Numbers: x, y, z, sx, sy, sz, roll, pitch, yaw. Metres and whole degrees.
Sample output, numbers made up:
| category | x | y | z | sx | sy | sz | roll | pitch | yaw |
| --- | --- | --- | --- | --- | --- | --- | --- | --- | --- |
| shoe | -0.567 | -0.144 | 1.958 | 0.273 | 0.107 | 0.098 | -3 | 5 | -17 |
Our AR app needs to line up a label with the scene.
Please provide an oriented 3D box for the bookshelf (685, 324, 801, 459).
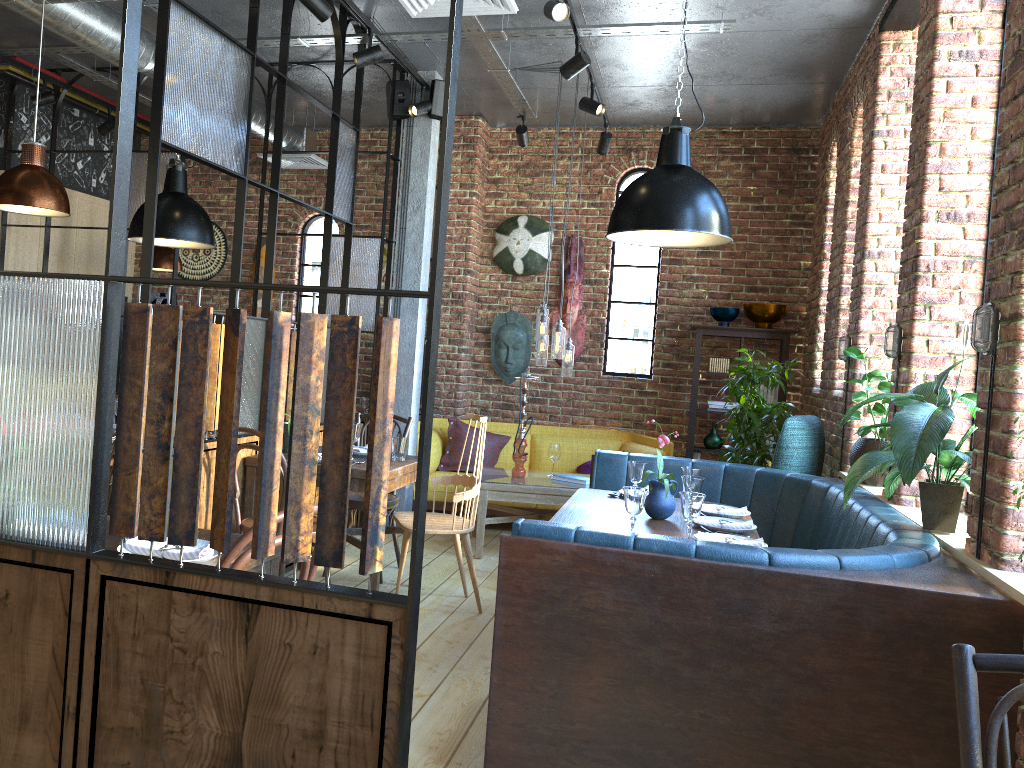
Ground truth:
| category | x | y | z | sx | sy | sz | roll | pitch | yaw |
| --- | --- | --- | --- | --- | --- | --- | --- | --- | --- |
| bookshelf | 1.748 | 0.395 | 6.931 | 0.837 | 1.667 | 0.309 | 4 | 1 | 15 |

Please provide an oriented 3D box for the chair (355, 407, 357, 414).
| category | x | y | z | sx | sy | sz | roll | pitch | yaw |
| --- | --- | --- | --- | --- | --- | --- | --- | --- | --- |
| chair | -1.315 | 0.529 | 6.542 | 0.537 | 1.005 | 0.450 | 4 | 1 | 1 |

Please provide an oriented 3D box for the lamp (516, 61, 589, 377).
| category | x | y | z | sx | sy | sz | roll | pitch | yaw |
| --- | --- | --- | --- | --- | --- | --- | --- | --- | --- |
| lamp | 0.226 | -1.124 | 6.096 | 0.527 | 2.119 | 0.275 | 5 | 1 | 39 |

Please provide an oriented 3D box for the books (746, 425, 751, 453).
| category | x | y | z | sx | sy | sz | roll | pitch | yaw |
| --- | --- | --- | --- | --- | --- | --- | --- | --- | --- |
| books | 1.857 | 0.399 | 6.908 | 0.087 | 0.272 | 0.168 | 4 | 1 | 12 |

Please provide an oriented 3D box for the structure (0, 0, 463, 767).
| category | x | y | z | sx | sy | sz | roll | pitch | yaw |
| --- | --- | --- | --- | --- | --- | --- | --- | --- | --- |
| structure | -3.394 | -0.722 | 4.589 | 6.021 | 3.325 | 5.864 | 4 | 1 | -3 |

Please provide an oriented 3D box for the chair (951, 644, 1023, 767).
| category | x | y | z | sx | sy | sz | roll | pitch | yaw |
| --- | --- | --- | --- | --- | --- | --- | --- | --- | --- |
| chair | 0.709 | 0.870 | 1.117 | 0.424 | 0.915 | 0.498 | 5 | 1 | 33 |

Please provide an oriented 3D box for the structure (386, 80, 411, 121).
| category | x | y | z | sx | sy | sz | roll | pitch | yaw |
| --- | --- | --- | --- | --- | --- | --- | --- | --- | --- |
| structure | -0.815 | -2.026 | 6.304 | 0.181 | 0.267 | 0.169 | 4 | 1 | -13 |

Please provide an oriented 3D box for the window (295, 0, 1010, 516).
| category | x | y | z | sx | sy | sz | roll | pitch | yaw |
| --- | --- | --- | --- | --- | --- | --- | --- | --- | --- |
| window | 1.202 | -0.758 | 4.856 | 3.331 | 2.429 | 8.804 | 3 | 2 | -22 |

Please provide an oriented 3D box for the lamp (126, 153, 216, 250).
| category | x | y | z | sx | sy | sz | roll | pitch | yaw |
| --- | --- | --- | --- | --- | --- | --- | --- | --- | --- |
| lamp | -2.026 | -1.516 | 5.368 | 0.550 | 1.326 | 0.508 | 4 | 1 | 26 |

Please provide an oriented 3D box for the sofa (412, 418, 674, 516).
| category | x | y | z | sx | sy | sz | roll | pitch | yaw |
| --- | --- | --- | --- | --- | --- | --- | --- | --- | --- |
| sofa | 0.162 | 0.735 | 7.003 | 1.994 | 0.763 | 0.790 | 4 | 1 | 0 |

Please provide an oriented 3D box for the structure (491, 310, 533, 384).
| category | x | y | z | sx | sy | sz | roll | pitch | yaw |
| --- | --- | --- | --- | --- | --- | --- | --- | --- | --- |
| structure | -0.015 | -0.314 | 7.595 | 0.377 | 0.639 | 0.101 | 4 | 1 | 17 |

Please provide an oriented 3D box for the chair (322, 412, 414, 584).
| category | x | y | z | sx | sy | sz | roll | pitch | yaw |
| --- | --- | --- | --- | --- | --- | --- | --- | --- | --- |
| chair | -0.842 | 0.640 | 5.191 | 0.412 | 0.915 | 0.513 | 4 | 1 | 8 |

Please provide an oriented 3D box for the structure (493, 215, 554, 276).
| category | x | y | z | sx | sy | sz | roll | pitch | yaw |
| --- | --- | --- | --- | --- | --- | --- | --- | --- | --- |
| structure | 0.093 | -1.190 | 7.576 | 0.545 | 0.521 | 0.143 | 4 | 1 | 16 |

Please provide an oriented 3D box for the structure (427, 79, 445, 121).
| category | x | y | z | sx | sy | sz | roll | pitch | yaw |
| --- | --- | --- | --- | --- | --- | --- | --- | --- | --- |
| structure | -0.519 | -2.002 | 6.216 | 0.158 | 0.267 | 0.193 | 3 | 1 | -36 |

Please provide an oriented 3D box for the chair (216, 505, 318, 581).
| category | x | y | z | sx | sy | sz | roll | pitch | yaw |
| --- | --- | --- | --- | --- | --- | --- | --- | --- | --- |
| chair | -0.781 | 0.732 | 2.259 | 0.574 | 0.920 | 0.419 | 5 | 1 | 31 |

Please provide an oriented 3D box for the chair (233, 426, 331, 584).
| category | x | y | z | sx | sy | sz | roll | pitch | yaw |
| --- | --- | --- | --- | --- | --- | --- | --- | --- | --- |
| chair | -1.097 | 0.653 | 4.151 | 0.458 | 0.920 | 0.524 | 5 | 1 | 35 |

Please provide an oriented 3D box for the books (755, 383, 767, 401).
| category | x | y | z | sx | sy | sz | roll | pitch | yaw |
| --- | --- | --- | --- | --- | --- | --- | --- | --- | --- |
| books | 1.923 | 0.110 | 6.903 | 0.127 | 0.258 | 0.159 | 4 | 1 | 13 |

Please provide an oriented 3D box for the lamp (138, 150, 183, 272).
| category | x | y | z | sx | sy | sz | roll | pitch | yaw |
| --- | --- | --- | --- | --- | --- | --- | --- | --- | --- |
| lamp | -2.958 | -1.641 | 7.537 | 0.373 | 1.334 | 0.364 | 4 | 1 | 6 |

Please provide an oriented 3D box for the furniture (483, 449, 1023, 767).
| category | x | y | z | sx | sy | sz | roll | pitch | yaw |
| --- | --- | --- | --- | --- | --- | --- | --- | --- | --- |
| furniture | 0.859 | 0.854 | 3.671 | 1.398 | 0.822 | 2.552 | 4 | 2 | 12 |

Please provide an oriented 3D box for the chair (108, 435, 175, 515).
| category | x | y | z | sx | sy | sz | roll | pitch | yaw |
| --- | --- | --- | --- | --- | --- | --- | --- | --- | --- |
| chair | -1.930 | 0.588 | 4.379 | 0.538 | 0.915 | 0.393 | 4 | 1 | 19 |

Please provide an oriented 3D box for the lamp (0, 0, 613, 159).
| category | x | y | z | sx | sy | sz | roll | pitch | yaw |
| --- | --- | --- | --- | --- | --- | --- | --- | --- | --- |
| lamp | -2.842 | -2.080 | 4.737 | 6.417 | 0.274 | 7.058 | 4 | 2 | 13 |

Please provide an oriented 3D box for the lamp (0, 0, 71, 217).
| category | x | y | z | sx | sy | sz | roll | pitch | yaw |
| --- | --- | --- | --- | --- | --- | --- | --- | --- | --- |
| lamp | -2.260 | -1.493 | 4.209 | 0.361 | 1.334 | 0.376 | 4 | 1 | -14 |

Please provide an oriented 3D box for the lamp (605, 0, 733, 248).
| category | x | y | z | sx | sy | sz | roll | pitch | yaw |
| --- | --- | --- | --- | --- | --- | --- | --- | --- | --- |
| lamp | 0.713 | -1.276 | 3.754 | 0.552 | 1.326 | 0.506 | 5 | 1 | 31 |

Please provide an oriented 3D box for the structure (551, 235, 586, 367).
| category | x | y | z | sx | sy | sz | roll | pitch | yaw |
| --- | --- | --- | --- | --- | --- | --- | --- | --- | --- |
| structure | 0.497 | -0.687 | 7.508 | 0.217 | 1.146 | 0.236 | 4 | 1 | -31 |

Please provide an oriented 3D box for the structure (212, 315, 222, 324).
| category | x | y | z | sx | sy | sz | roll | pitch | yaw |
| --- | --- | --- | --- | --- | --- | --- | --- | --- | --- |
| structure | -2.919 | -0.344 | 8.431 | 0.267 | 0.655 | 0.156 | 4 | 1 | 15 |

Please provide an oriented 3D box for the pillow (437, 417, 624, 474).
| category | x | y | z | sx | sy | sz | roll | pitch | yaw |
| --- | --- | --- | --- | --- | --- | --- | --- | --- | --- |
| pillow | 0.168 | 0.534 | 7.039 | 1.505 | 0.453 | 0.398 | 4 | 1 | 4 |

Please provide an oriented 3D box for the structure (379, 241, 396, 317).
| category | x | y | z | sx | sy | sz | roll | pitch | yaw |
| --- | --- | --- | --- | --- | --- | --- | --- | --- | --- |
| structure | -1.183 | -0.958 | 7.945 | 0.604 | 0.726 | 0.124 | 4 | 1 | 15 |

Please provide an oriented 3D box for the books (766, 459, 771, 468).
| category | x | y | z | sx | sy | sz | roll | pitch | yaw |
| --- | --- | --- | --- | --- | --- | --- | --- | --- | --- |
| books | 1.978 | 0.711 | 6.874 | 0.086 | 0.272 | 0.185 | 4 | 1 | 12 |

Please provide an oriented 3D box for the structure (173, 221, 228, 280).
| category | x | y | z | sx | sy | sz | roll | pitch | yaw |
| --- | --- | --- | --- | --- | --- | --- | --- | --- | --- |
| structure | -3.045 | -1.295 | 8.501 | 0.677 | 0.619 | 0.077 | 4 | 1 | 14 |

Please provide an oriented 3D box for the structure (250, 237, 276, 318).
| category | x | y | z | sx | sy | sz | roll | pitch | yaw |
| --- | --- | --- | --- | --- | --- | --- | --- | --- | --- |
| structure | -2.366 | -0.833 | 8.284 | 0.238 | 1.120 | 0.091 | 4 | 1 | 15 |

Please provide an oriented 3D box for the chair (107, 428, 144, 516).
| category | x | y | z | sx | sy | sz | roll | pitch | yaw |
| --- | --- | --- | --- | --- | --- | --- | --- | --- | --- |
| chair | -1.889 | 0.605 | 3.909 | 0.538 | 0.915 | 0.393 | 4 | 1 | 19 |

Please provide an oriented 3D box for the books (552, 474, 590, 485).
| category | x | y | z | sx | sy | sz | roll | pitch | yaw |
| --- | --- | --- | --- | --- | --- | --- | --- | --- | --- |
| books | 0.425 | 0.644 | 5.972 | 0.286 | 0.028 | 0.153 | 5 | 2 | 38 |

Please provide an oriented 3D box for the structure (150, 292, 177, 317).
| category | x | y | z | sx | sy | sz | roll | pitch | yaw |
| --- | --- | --- | --- | --- | --- | --- | --- | --- | --- |
| structure | -3.426 | -0.612 | 8.592 | 0.332 | 0.559 | 0.111 | 4 | 1 | 16 |

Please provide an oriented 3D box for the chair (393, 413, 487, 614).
| category | x | y | z | sx | sy | sz | roll | pitch | yaw |
| --- | --- | --- | --- | --- | --- | --- | --- | --- | --- |
| chair | -0.374 | 0.654 | 4.580 | 0.441 | 1.005 | 0.548 | 4 | 1 | -15 |

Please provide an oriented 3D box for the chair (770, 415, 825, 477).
| category | x | y | z | sx | sy | sz | roll | pitch | yaw |
| --- | --- | --- | --- | --- | --- | --- | --- | --- | --- |
| chair | 1.311 | 0.696 | 5.392 | 1.080 | 1.097 | 0.770 | 5 | 1 | 38 |

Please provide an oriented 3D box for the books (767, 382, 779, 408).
| category | x | y | z | sx | sy | sz | roll | pitch | yaw |
| --- | --- | --- | --- | --- | --- | --- | --- | --- | --- |
| books | 2.022 | 0.118 | 6.865 | 0.081 | 0.257 | 0.173 | 4 | 1 | 12 |

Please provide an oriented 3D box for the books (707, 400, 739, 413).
| category | x | y | z | sx | sy | sz | roll | pitch | yaw |
| --- | --- | --- | --- | --- | --- | --- | --- | --- | --- |
| books | 1.679 | 0.180 | 6.953 | 0.276 | 0.080 | 0.174 | 4 | 2 | 15 |

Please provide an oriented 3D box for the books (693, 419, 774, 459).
| category | x | y | z | sx | sy | sz | roll | pitch | yaw |
| --- | --- | --- | --- | --- | --- | --- | --- | --- | --- |
| books | 1.735 | 0.541 | 6.940 | 0.601 | 0.574 | 0.186 | 4 | 1 | 14 |
